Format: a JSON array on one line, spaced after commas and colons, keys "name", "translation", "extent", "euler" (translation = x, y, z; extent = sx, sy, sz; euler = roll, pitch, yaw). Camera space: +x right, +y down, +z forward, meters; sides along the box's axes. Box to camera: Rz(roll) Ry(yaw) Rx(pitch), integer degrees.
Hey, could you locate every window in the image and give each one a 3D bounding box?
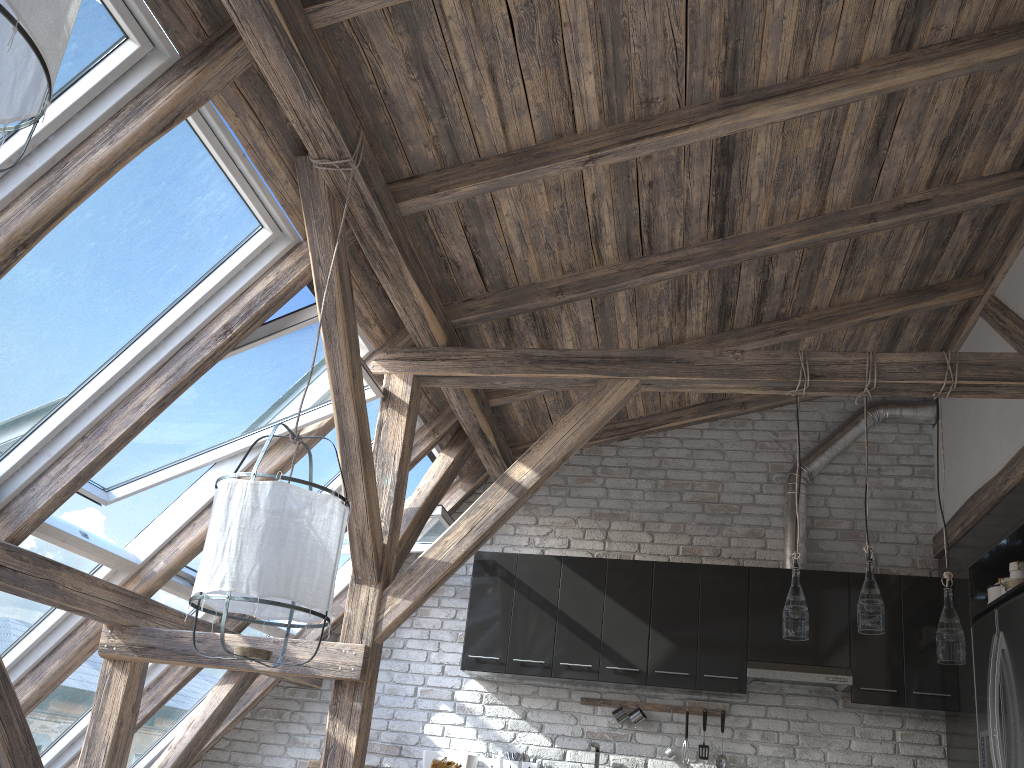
[{"name": "window", "translation": [-2.450, 1.188, 3.743], "extent": [1.095, 1.225, 0.892], "euler": [2, -21, 12]}, {"name": "window", "translation": [-1.670, -0.688, 2.211], "extent": [1.095, 1.225, 0.892], "euler": [2, -21, 12]}, {"name": "window", "translation": [-2.290, 1.598, 4.597], "extent": [1.095, 1.225, 0.892], "euler": [2, -21, 12]}, {"name": "window", "translation": [-1.091, 0.952, 5.639], "extent": [1.519, 1.225, 0.892], "euler": [2, -22, 12]}, {"name": "window", "translation": [-1.398, 0.132, 3.929], "extent": [1.405, 1.225, 0.892], "euler": [2, -22, 12]}, {"name": "window", "translation": [-1.510, -0.278, 3.065], "extent": [1.095, 1.225, 0.892], "euler": [2, -21, 12]}, {"name": "window", "translation": [-1.190, 0.543, 4.773], "extent": [1.095, 1.225, 0.892], "euler": [2, -21, 12]}, {"name": "window", "translation": [-2.130, 2.009, 5.451], "extent": [1.095, 1.225, 0.892], "euler": [2, -21, 12]}]

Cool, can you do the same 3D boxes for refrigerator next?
[{"name": "refrigerator", "translation": [2.729, 2.017, 4.115], "extent": [0.851, 1.844, 0.982], "euler": [2, -21, 12]}]

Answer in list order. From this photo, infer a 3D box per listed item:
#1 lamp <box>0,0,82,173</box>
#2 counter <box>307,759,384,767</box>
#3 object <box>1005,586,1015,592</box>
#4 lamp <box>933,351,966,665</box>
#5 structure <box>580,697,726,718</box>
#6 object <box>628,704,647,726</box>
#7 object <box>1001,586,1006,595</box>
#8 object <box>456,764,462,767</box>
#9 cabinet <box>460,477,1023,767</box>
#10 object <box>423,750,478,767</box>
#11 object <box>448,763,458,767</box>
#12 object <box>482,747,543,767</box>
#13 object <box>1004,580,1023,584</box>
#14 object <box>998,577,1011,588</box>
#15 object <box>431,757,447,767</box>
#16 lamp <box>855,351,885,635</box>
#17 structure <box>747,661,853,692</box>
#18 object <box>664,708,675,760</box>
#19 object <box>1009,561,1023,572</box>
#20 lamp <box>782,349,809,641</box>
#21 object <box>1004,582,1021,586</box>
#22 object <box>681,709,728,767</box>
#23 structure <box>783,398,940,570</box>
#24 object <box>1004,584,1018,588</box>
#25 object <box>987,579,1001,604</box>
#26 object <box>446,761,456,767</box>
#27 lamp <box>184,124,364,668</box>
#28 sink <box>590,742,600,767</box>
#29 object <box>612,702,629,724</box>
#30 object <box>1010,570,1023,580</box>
[{"name": "lamp", "translation": [-0.873, -0.991, 1.515], "extent": [0.409, 1.252, 0.414], "euler": [10, -20, -11]}, {"name": "counter", "translation": [0.489, 2.480, 4.380], "extent": [3.808, 0.819, 2.340], "euler": [1, -24, 11]}, {"name": "object", "translation": [2.574, 1.047, 4.444], "extent": [0.150, 0.022, 0.153], "euler": [-12, -30, 35]}, {"name": "lamp", "translation": [1.831, 0.495, 3.705], "extent": [0.109, 1.288, 0.235], "euler": [2, -20, 14]}, {"name": "structure", "translation": [0.901, 2.075, 5.657], "extent": [0.931, 0.044, 0.085], "euler": [1, -24, 11]}, {"name": "object", "translation": [0.806, 2.119, 5.634], "extent": [0.118, 0.133, 0.096], "euler": [-5, -24, 27]}, {"name": "object", "translation": [2.609, 1.094, 4.587], "extent": [0.095, 0.065, 0.109], "euler": [17, -25, -23]}, {"name": "object", "translation": [-0.343, 2.349, 5.382], "extent": [0.073, 0.053, 0.086], "euler": [11, -23, -10]}, {"name": "cabinet", "translation": [0.787, 1.768, 4.665], "extent": [4.211, 2.408, 2.182], "euler": [1, -22, 12]}, {"name": "object", "translation": [-0.387, 2.386, 5.528], "extent": [0.381, 0.128, 0.616], "euler": [6, -24, 1]}, {"name": "object", "translation": [-0.366, 2.338, 5.368], "extent": [0.072, 0.055, 0.086], "euler": [11, -23, -11]}, {"name": "object", "translation": [0.008, 2.448, 5.644], "extent": [0.404, 0.193, 0.153], "euler": [1, -22, 13]}, {"name": "object", "translation": [2.577, 1.016, 4.454], "extent": [0.152, 0.025, 0.152], "euler": [23, -29, -32]}, {"name": "object", "translation": [2.608, 1.052, 4.602], "extent": [0.095, 0.065, 0.109], "euler": [-12, -29, 37]}, {"name": "object", "translation": [-0.447, 2.315, 5.368], "extent": [0.090, 0.084, 0.089], "euler": [10, -22, -10]}, {"name": "lamp", "translation": [1.532, 0.446, 3.790], "extent": [0.108, 1.188, 0.248], "euler": [-2, -21, 23]}, {"name": "structure", "translation": [1.751, 1.804, 5.430], "extent": [0.599, 0.099, 0.384], "euler": [1, -25, 11]}, {"name": "object", "translation": [1.006, 2.212, 5.575], "extent": [0.071, 0.313, 0.069], "euler": [2, -20, 12]}, {"name": "object", "translation": [2.583, 0.943, 4.470], "extent": [0.094, 0.065, 0.110], "euler": [7, -23, -2]}, {"name": "lamp", "translation": [1.243, 0.460, 3.832], "extent": [0.108, 1.237, 0.234], "euler": [2, -20, 14]}, {"name": "object", "translation": [2.576, 1.026, 4.451], "extent": [0.152, 0.025, 0.152], "euler": [23, -29, -32]}, {"name": "object", "translation": [1.206, 2.221, 5.496], "extent": [0.282, 0.366, 0.072], "euler": [2, -20, 12]}, {"name": "structure", "translation": [2.311, 0.688, 5.841], "extent": [0.982, 1.233, 0.177], "euler": [2, -20, 12]}, {"name": "object", "translation": [2.575, 1.036, 4.447], "extent": [0.152, 0.025, 0.152], "euler": [23, -29, -32]}, {"name": "object", "translation": [2.693, 1.146, 4.802], "extent": [0.212, 0.167, 0.190], "euler": [23, -27, -34]}, {"name": "object", "translation": [-0.383, 2.357, 5.423], "extent": [0.075, 0.064, 0.082], "euler": [12, -23, -14]}, {"name": "lamp", "translation": [-0.643, -0.059, 2.810], "extent": [0.416, 1.819, 0.407], "euler": [20, -24, -34]}, {"name": "sink", "translation": [0.481, 2.428, 5.324], "extent": [0.525, 0.495, 0.536], "euler": [2, -23, 12]}, {"name": "object", "translation": [0.700, 2.121, 5.663], "extent": [0.117, 0.133, 0.097], "euler": [1, -22, 14]}, {"name": "object", "translation": [2.583, 0.985, 4.460], "extent": [0.106, 0.065, 0.098], "euler": [-3, -25, 21]}]
